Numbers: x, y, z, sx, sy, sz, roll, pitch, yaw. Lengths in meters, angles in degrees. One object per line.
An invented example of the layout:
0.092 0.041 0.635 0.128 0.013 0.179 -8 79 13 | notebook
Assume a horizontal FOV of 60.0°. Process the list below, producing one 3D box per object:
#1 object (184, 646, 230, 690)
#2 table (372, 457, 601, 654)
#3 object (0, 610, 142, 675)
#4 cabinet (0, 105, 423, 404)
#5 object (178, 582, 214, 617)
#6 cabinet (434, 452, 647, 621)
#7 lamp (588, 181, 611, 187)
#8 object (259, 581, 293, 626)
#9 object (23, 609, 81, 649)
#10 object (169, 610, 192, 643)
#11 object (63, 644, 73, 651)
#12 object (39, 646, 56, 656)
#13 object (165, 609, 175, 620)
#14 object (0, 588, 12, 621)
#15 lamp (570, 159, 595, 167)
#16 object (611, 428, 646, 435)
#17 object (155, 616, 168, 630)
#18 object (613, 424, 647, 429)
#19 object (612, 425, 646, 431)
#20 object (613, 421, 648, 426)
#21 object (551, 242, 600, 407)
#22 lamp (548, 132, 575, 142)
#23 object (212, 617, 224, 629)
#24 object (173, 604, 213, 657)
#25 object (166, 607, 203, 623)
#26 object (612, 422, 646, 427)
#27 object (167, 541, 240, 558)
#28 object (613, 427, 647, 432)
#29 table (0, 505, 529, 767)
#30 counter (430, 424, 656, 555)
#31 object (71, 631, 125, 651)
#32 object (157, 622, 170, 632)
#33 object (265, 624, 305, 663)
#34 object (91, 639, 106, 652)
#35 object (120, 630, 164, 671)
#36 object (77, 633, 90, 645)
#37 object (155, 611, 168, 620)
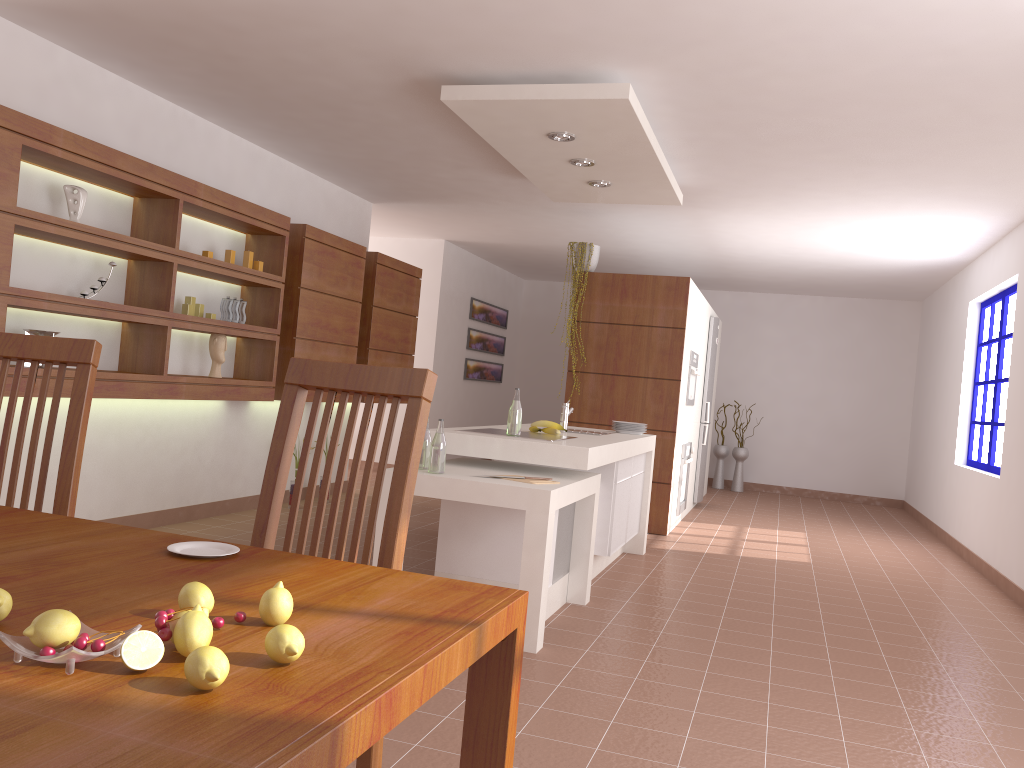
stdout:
-0.283 0.263 0.821 0.043 0.038 0.043 5 0 6 | object
-0.079 0.725 4.082 0.737 0.647 1.003 5 0 17 | table
-0.430 0.252 0.862 0.092 0.032 0.091 5 0 17 | object
-1.899 -0.521 5.728 0.754 1.200 4.718 5 0 17 | cabinet
-0.371 0.254 1.042 0.041 0.041 0.042 5 0 -8 | object
0.216 0.727 5.035 0.737 0.700 2.048 5 0 17 | cabinet
0.553 -1.275 5.572 0.143 0.059 0.143 5 0 -45 | lamp
-0.279 0.260 1.048 0.039 0.053 0.038 5 0 -38 | object
-0.445 0.239 0.864 0.043 0.038 0.042 5 0 -6 | object
-0.341 0.258 0.934 0.044 0.039 0.041 5 0 -19 | object
-0.425 0.258 0.855 0.014 0.013 0.014 5 0 41 | object
-0.442 0.256 0.844 0.014 0.013 0.014 5 0 22 | object
-0.361 0.244 0.935 0.013 0.014 0.014 5 0 -15 | object
-0.557 0.237 0.950 0.041 0.041 0.042 5 0 3 | object
0.407 -1.290 5.095 0.143 0.059 0.143 5 0 -45 | lamp
0.774 0.317 5.873 0.228 0.020 0.228 5 0 -1 | object
-0.357 0.243 0.903 0.012 0.014 0.014 5 0 -2 | object
0.777 0.286 5.873 0.228 0.020 0.228 5 0 -1 | object
0.776 0.296 5.873 0.228 0.020 0.228 5 0 -1 | object
0.778 0.266 5.873 0.228 0.020 0.228 5 0 -1 | object
0.504 -0.462 7.107 0.297 1.344 0.279 5 0 -24 | object
0.259 -1.304 4.612 0.143 0.059 0.143 5 0 0 | lamp
-0.333 0.271 1.005 0.014 0.012 0.014 5 0 21 | object
-0.323 0.251 0.900 0.039 0.049 0.039 5 0 25 | object
-0.342 0.239 0.925 0.037 0.011 0.034 5 0 -23 | object
0.777 0.276 5.873 0.228 0.020 0.228 5 0 -1 | object
-0.483 0.261 1.391 0.108 0.008 0.108 5 0 -18 | object
0.775 0.307 5.873 0.228 0.020 0.228 5 0 -1 | object
-0.997 0.589 1.170 1.800 0.740 0.900 5 0 17 | table
0.233 0.678 5.090 0.821 0.800 2.156 5 0 17 | counter
-0.408 0.255 0.872 0.049 0.023 0.040 5 0 -27 | object
-0.358 0.250 0.910 0.012 0.014 0.014 5 0 -2 | object
-0.234 0.267 0.913 0.043 0.038 0.043 5 0 6 | object
-0.398 0.252 0.853 0.014 0.014 0.012 5 0 30 | object
-0.358 0.257 0.856 0.039 0.036 0.033 5 0 -35 | object
-0.427 0.255 0.884 0.013 0.014 0.014 5 0 -19 | object
-0.364 0.242 0.921 0.014 0.014 0.012 5 0 38 | object
